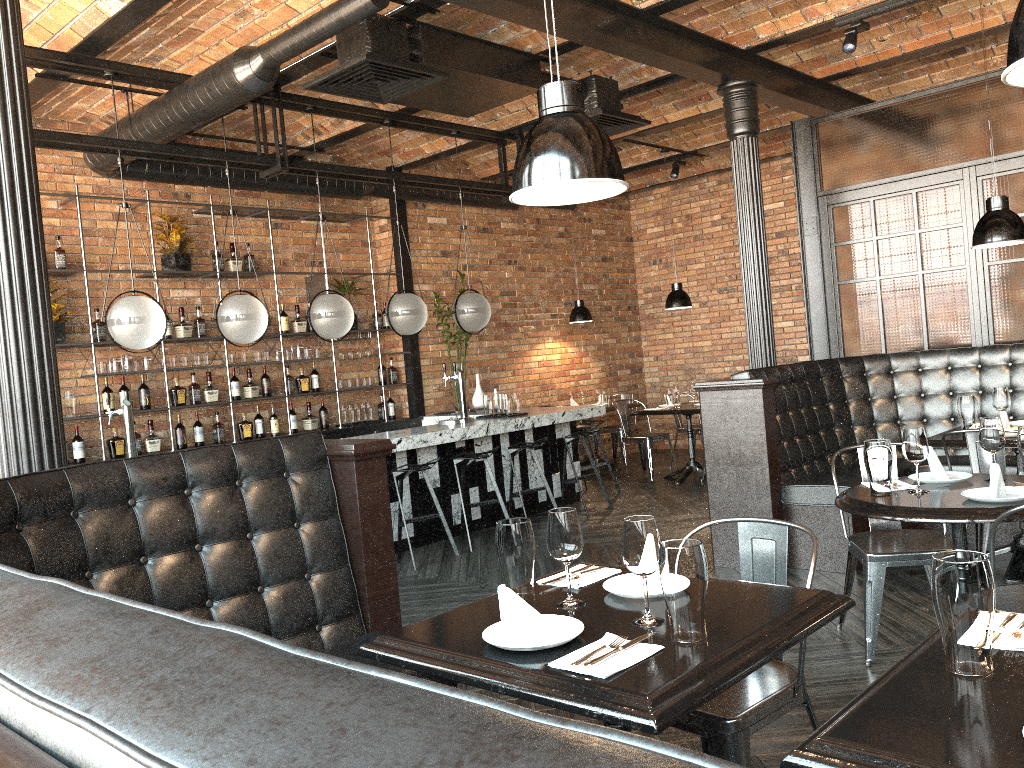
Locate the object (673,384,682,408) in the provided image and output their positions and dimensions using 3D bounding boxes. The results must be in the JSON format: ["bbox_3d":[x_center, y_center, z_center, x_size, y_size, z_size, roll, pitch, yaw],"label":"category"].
[{"bbox_3d":[1.699,0.123,9.108,0.092,0.244,0.092,-5,2,15],"label":"object"}]

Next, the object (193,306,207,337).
[{"bbox_3d":[-2.738,-0.537,7.769,0.083,0.282,0.083,-4,2,43],"label":"object"}]

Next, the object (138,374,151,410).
[{"bbox_3d":[-3.065,0.068,7.386,0.086,0.297,0.086,-5,1,2],"label":"object"}]

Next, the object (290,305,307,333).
[{"bbox_3d":[-2.044,-0.617,8.487,0.123,0.279,0.123,-6,2,-38],"label":"object"}]

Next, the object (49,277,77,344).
[{"bbox_3d":[-3.583,-0.557,6.839,0.430,0.526,0.425,-6,2,-34],"label":"object"}]

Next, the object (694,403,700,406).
[{"bbox_3d":[1.979,0.157,9.068,0.232,0.139,0.232,-4,2,37],"label":"object"}]

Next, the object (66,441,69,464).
[{"bbox_3d":[-3.517,0.486,6.919,0.086,0.298,0.086,-5,1,2],"label":"object"}]

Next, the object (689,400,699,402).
[{"bbox_3d":[2.113,0.179,9.853,0.255,0.019,0.157,-4,2,44],"label":"object"}]

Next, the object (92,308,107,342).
[{"bbox_3d":[-3.331,-0.467,7.138,0.083,0.282,0.083,-4,2,28],"label":"object"}]

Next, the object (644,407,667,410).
[{"bbox_3d":[1.514,0.250,9.216,0.255,0.019,0.157,-4,2,44],"label":"object"}]

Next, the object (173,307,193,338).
[{"bbox_3d":[-2.838,-0.523,7.643,0.123,0.279,0.123,-4,2,32],"label":"object"}]

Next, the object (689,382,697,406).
[{"bbox_3d":[1.901,0.100,9.275,0.092,0.244,0.092,-5,2,15],"label":"object"}]

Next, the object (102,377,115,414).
[{"bbox_3d":[-3.270,0.093,7.172,0.086,0.299,0.086,-5,1,2],"label":"object"}]

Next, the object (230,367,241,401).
[{"bbox_3d":[-2.498,0.000,7.995,0.086,0.298,0.086,-5,1,2],"label":"object"}]

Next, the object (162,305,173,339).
[{"bbox_3d":[-2.950,-0.521,7.555,0.086,0.298,0.086,-5,1,2],"label":"object"}]

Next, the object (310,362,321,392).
[{"bbox_3d":[-1.915,-0.068,8.625,0.086,0.298,0.086,-5,1,2],"label":"object"}]

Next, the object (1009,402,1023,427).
[{"bbox_3d":[2.944,0.173,5.036,0.232,0.139,0.232,-5,1,1],"label":"object"}]

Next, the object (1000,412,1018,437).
[{"bbox_3d":[2.622,0.210,4.715,0.232,0.139,0.232,-5,1,2],"label":"object"}]

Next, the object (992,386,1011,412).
[{"bbox_3d":[2.712,0.138,4.907,0.092,0.244,0.092,-6,2,-30],"label":"object"}]

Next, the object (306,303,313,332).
[{"bbox_3d":[-1.955,-0.639,8.608,0.086,0.297,0.086,-5,1,2],"label":"object"}]

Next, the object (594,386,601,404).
[{"bbox_3d":[1.020,0.149,10.483,0.092,0.244,0.092,-6,2,-41],"label":"object"}]

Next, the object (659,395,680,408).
[{"bbox_3d":[1.661,0.178,9.377,0.232,0.139,0.232,-4,2,37],"label":"object"}]

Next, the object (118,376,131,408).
[{"bbox_3d":[-3.189,0.081,7.295,0.086,0.298,0.086,-5,1,2],"label":"object"}]

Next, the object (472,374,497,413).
[{"bbox_3d":[-0.253,0.087,9.013,0.316,0.397,0.319,-5,1,2],"label":"object"}]

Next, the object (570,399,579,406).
[{"bbox_3d":[0.758,0.233,10.442,0.232,0.139,0.232,-4,2,37],"label":"object"}]

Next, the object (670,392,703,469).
[{"bbox_3d":[2.103,0.513,10.131,0.558,0.857,0.504,-4,2,43],"label":"object"}]

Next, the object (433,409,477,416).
[{"bbox_3d":[-0.516,0.294,9.292,0.622,0.014,0.622,-5,2,16],"label":"object"}]

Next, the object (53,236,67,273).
[{"bbox_3d":[-3.546,-1.018,6.950,0.083,0.282,0.083,-6,2,-32],"label":"object"}]

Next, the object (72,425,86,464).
[{"bbox_3d":[-3.419,0.475,6.989,0.086,0.298,0.086,-5,1,2],"label":"object"}]

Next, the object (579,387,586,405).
[{"bbox_3d":[0.853,0.159,10.686,0.092,0.244,0.092,-6,2,-41],"label":"object"}]

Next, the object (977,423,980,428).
[{"bbox_3d":[2.775,0.239,5.186,0.157,0.019,0.255,-4,2,39],"label":"object"}]

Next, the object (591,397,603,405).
[{"bbox_3d":[1.066,0.197,10.761,0.232,0.139,0.232,-6,2,-14],"label":"object"}]

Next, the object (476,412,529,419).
[{"bbox_3d":[-0.090,0.285,8.020,0.437,0.019,0.273,-4,2,43],"label":"object"}]

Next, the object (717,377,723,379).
[{"bbox_3d":[2.297,0.052,9.745,0.092,0.244,0.092,-5,2,15],"label":"object"}]

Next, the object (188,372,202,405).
[{"bbox_3d":[-2.759,0.040,7.706,0.083,0.282,0.083,-4,2,43],"label":"object"}]

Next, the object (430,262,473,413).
[{"bbox_3d":[-0.557,-0.473,9.263,0.584,1.546,0.673,-5,1,-8],"label":"object"}]

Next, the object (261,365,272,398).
[{"bbox_3d":[-2.283,-0.026,8.218,0.086,0.299,0.086,-5,1,2],"label":"object"}]

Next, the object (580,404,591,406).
[{"bbox_3d":[0.892,0.263,10.947,0.157,0.019,0.255,-4,2,44],"label":"object"}]

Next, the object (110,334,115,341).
[{"bbox_3d":[-3.219,-0.462,7.255,0.151,0.248,0.094,-7,2,-43],"label":"object"}]

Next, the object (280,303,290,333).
[{"bbox_3d":[-2.160,-0.614,8.394,0.086,0.299,0.086,-5,1,2],"label":"object"}]
